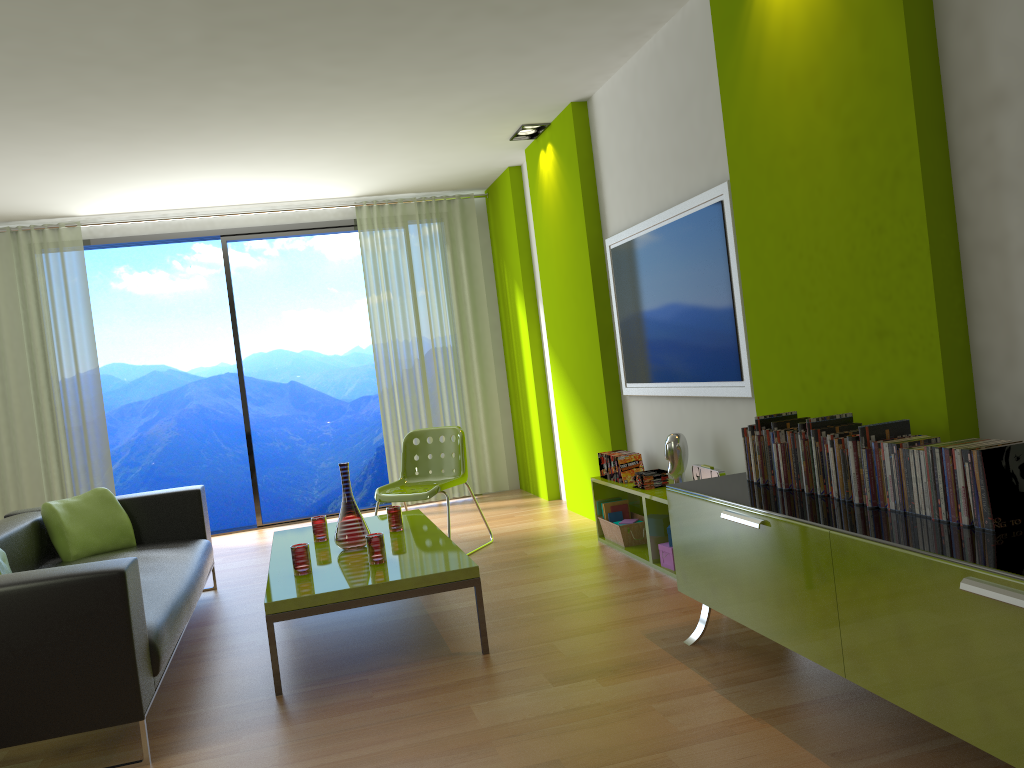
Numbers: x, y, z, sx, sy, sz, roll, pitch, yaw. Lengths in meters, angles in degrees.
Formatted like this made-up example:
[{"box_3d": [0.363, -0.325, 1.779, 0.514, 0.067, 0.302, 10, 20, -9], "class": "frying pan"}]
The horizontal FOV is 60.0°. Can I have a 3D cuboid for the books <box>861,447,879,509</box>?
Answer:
[{"box_3d": [1.089, 0.262, 2.540, 0.178, 0.177, 0.030, -7, 1, -14], "class": "books"}]

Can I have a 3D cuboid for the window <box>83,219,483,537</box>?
[{"box_3d": [-2.037, -0.050, 7.426, 3.336, 2.498, 0.219, -7, 1, -14], "class": "window"}]

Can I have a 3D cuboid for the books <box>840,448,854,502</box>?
[{"box_3d": [1.067, 0.268, 2.665, 0.161, 0.166, 0.020, -7, 1, -14], "class": "books"}]

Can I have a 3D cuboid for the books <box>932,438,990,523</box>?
[{"box_3d": [1.156, 0.249, 2.263, 0.154, 0.200, 0.031, -7, 1, -14], "class": "books"}]

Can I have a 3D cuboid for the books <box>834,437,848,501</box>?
[{"box_3d": [1.059, 0.253, 2.689, 0.161, 0.196, 0.030, -7, 1, -14], "class": "books"}]

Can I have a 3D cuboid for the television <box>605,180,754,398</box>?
[{"box_3d": [0.806, -0.403, 4.551, 0.028, 0.941, 1.537, -7, 1, -14], "class": "television"}]

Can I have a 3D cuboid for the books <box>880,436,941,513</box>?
[{"box_3d": [1.110, 0.252, 2.451, 0.140, 0.197, 0.069, -7, 1, -14], "class": "books"}]

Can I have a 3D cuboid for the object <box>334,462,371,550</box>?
[{"box_3d": [-0.755, 0.564, 4.105, 0.168, 0.400, 0.168, -8, 2, -28], "class": "object"}]

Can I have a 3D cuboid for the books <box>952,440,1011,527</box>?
[{"box_3d": [1.173, 0.249, 2.194, 0.154, 0.200, 0.031, -7, 1, -14], "class": "books"}]

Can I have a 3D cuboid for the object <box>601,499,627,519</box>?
[{"box_3d": [0.619, 0.794, 5.246, 0.158, 0.200, 0.040, -7, 1, -14], "class": "object"}]

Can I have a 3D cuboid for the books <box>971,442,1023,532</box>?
[{"box_3d": [1.190, 0.248, 2.125, 0.154, 0.202, 0.048, -7, 1, -14], "class": "books"}]

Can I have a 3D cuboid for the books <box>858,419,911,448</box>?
[{"box_3d": [1.087, 0.231, 2.566, 0.161, 0.239, 0.020, -7, 1, -14], "class": "books"}]

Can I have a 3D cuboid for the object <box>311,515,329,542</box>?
[{"box_3d": [-0.956, 0.723, 4.416, 0.076, 0.122, 0.075, -6, 1, 21], "class": "object"}]

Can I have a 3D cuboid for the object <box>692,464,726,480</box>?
[{"box_3d": [0.890, 0.456, 3.996, 0.047, 0.176, 0.340, -7, 1, -9], "class": "object"}]

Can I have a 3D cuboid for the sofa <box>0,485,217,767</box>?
[{"box_3d": [-1.928, 0.942, 3.876, 1.061, 0.639, 2.583, -7, 1, -14], "class": "sofa"}]

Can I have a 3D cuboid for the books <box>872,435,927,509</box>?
[{"box_3d": [1.104, 0.252, 2.509, 0.161, 0.196, 0.038, -7, 1, -14], "class": "books"}]

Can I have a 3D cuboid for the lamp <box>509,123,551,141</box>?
[{"box_3d": [0.110, -1.744, 5.930, 0.192, 0.131, 0.352, -7, 1, -14], "class": "lamp"}]

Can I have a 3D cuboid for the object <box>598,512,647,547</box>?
[{"box_3d": [0.659, 0.836, 5.094, 0.213, 0.129, 0.367, -7, 1, -14], "class": "object"}]

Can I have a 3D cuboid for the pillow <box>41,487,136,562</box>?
[{"box_3d": [-2.252, 0.749, 4.694, 0.269, 0.362, 0.399, -6, 2, 35], "class": "pillow"}]

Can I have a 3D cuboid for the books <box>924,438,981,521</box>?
[{"box_3d": [1.149, 0.249, 2.293, 0.154, 0.200, 0.031, -7, 1, -14], "class": "books"}]

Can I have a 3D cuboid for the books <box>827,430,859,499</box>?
[{"box_3d": [1.058, 0.248, 2.741, 0.163, 0.204, 0.025, -7, 1, -14], "class": "books"}]

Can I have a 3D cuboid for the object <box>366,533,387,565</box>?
[{"box_3d": [-0.570, 0.692, 3.723, 0.075, 0.122, 0.076, -6, 2, 42], "class": "object"}]

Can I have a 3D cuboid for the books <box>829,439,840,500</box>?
[{"box_3d": [1.053, 0.256, 2.714, 0.161, 0.191, 0.021, -7, 1, -14], "class": "books"}]

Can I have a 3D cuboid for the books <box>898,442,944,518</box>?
[{"box_3d": [1.132, 0.257, 2.363, 0.131, 0.185, 0.112, -7, 1, -14], "class": "books"}]

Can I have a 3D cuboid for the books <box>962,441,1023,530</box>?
[{"box_3d": [1.183, 0.248, 2.156, 0.154, 0.202, 0.048, -7, 1, -14], "class": "books"}]

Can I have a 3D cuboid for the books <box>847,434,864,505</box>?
[{"box_3d": [1.074, 0.247, 2.608, 0.170, 0.209, 0.036, -7, 1, -14], "class": "books"}]

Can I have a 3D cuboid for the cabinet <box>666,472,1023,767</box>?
[{"box_3d": [1.246, 0.641, 1.799, 0.547, 0.593, 3.384, -7, 1, -14], "class": "cabinet"}]

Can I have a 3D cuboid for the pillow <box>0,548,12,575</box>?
[{"box_3d": [-2.014, 0.769, 3.447, 0.164, 0.317, 0.380, -8, 2, -30], "class": "pillow"}]

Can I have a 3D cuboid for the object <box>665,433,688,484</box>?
[{"box_3d": [0.821, 0.392, 4.365, 0.107, 0.305, 0.107, -6, 2, 43], "class": "object"}]

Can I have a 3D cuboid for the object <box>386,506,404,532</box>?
[{"box_3d": [-0.587, 0.678, 4.450, 0.076, 0.122, 0.075, -6, 1, 21], "class": "object"}]

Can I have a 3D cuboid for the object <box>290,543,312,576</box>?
[{"box_3d": [-0.875, 0.730, 3.686, 0.076, 0.122, 0.075, -6, 1, 21], "class": "object"}]

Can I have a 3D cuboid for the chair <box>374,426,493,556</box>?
[{"box_3d": [-0.546, 0.674, 5.523, 0.640, 0.759, 0.546, -6, 1, 25], "class": "chair"}]

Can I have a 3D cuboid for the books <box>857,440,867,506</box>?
[{"box_3d": [1.086, 0.252, 2.584, 0.159, 0.196, 0.016, -7, 1, -14], "class": "books"}]

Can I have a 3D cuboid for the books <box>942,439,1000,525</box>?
[{"box_3d": [1.165, 0.249, 2.229, 0.154, 0.200, 0.031, -7, 1, -14], "class": "books"}]
